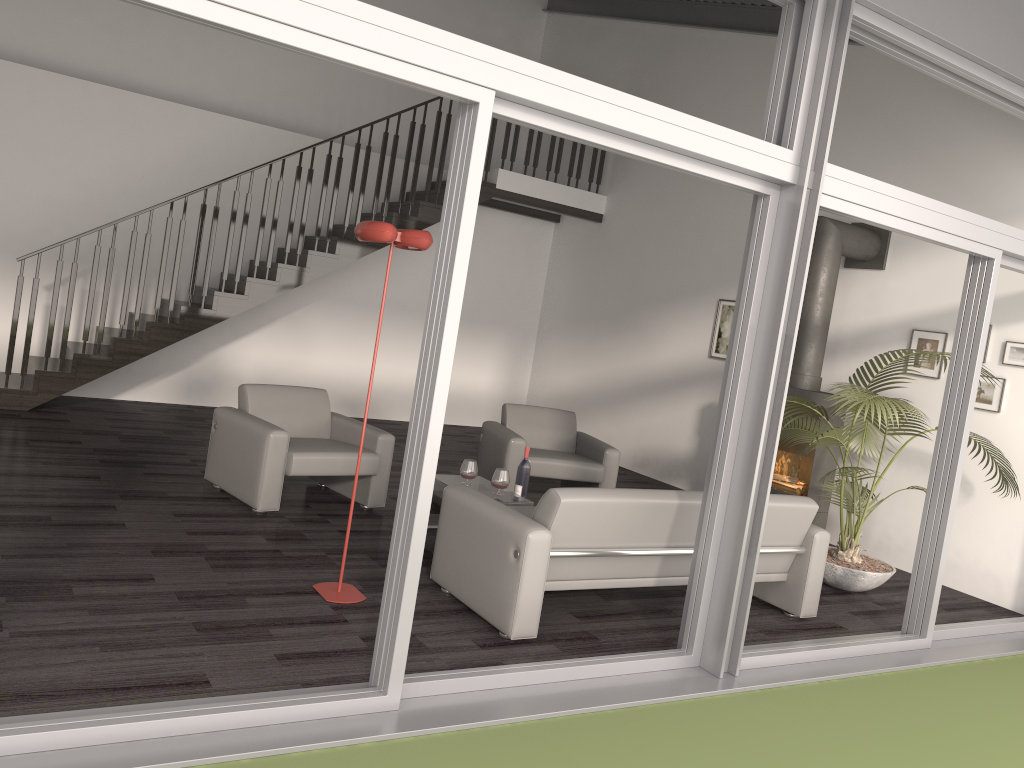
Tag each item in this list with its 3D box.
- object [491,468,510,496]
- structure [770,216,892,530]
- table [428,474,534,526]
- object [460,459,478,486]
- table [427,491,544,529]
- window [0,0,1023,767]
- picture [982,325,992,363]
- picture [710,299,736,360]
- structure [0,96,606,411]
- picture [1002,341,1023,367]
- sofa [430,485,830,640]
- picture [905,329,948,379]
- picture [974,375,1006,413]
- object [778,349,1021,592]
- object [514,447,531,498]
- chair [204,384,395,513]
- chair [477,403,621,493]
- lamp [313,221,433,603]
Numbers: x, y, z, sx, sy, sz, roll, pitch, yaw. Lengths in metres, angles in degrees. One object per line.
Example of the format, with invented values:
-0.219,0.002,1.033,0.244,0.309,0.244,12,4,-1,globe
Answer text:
-0.070,0.606,5.497,0.115,0.155,0.116,6,4,-42,object
2.631,-0.031,7.301,1.113,2.670,0.821,7,3,-32,structure
-0.236,0.823,5.604,0.399,0.341,0.683,7,5,-32,table
-0.276,0.562,5.637,0.115,0.155,0.116,8,3,-24,object
0.091,0.912,5.820,1.197,0.249,0.603,6,5,-32,table
-0.178,-0.542,3.091,9.724,3.466,0.387,6,4,-32,window
3.387,-0.303,6.474,0.015,0.280,0.192,8,3,-32,picture
2.097,-0.518,8.530,0.026,0.576,0.395,8,3,-32,picture
-1.618,-1.600,9.424,6.328,4.087,1.004,7,3,-32,structure
3.553,-0.206,6.195,0.015,0.166,0.222,8,4,-32,picture
0.691,0.848,4.870,2.110,0.716,0.905,6,5,-32,sofa
3.174,-0.231,6.792,0.015,0.352,0.289,8,4,-32,picture
3.376,0.057,6.417,0.015,0.244,0.361,8,4,-32,picture
2.239,0.523,6.013,2.114,1.664,1.725,6,5,-38,object
0.074,0.596,5.818,0.093,0.370,0.093,7,3,-34,object
-1.405,0.423,5.991,0.961,0.716,0.914,6,5,-42,chair
0.293,0.592,7.251,0.961,0.716,0.913,8,4,-17,chair
-0.697,0.130,4.247,0.352,1.785,0.366,8,3,-32,lamp
